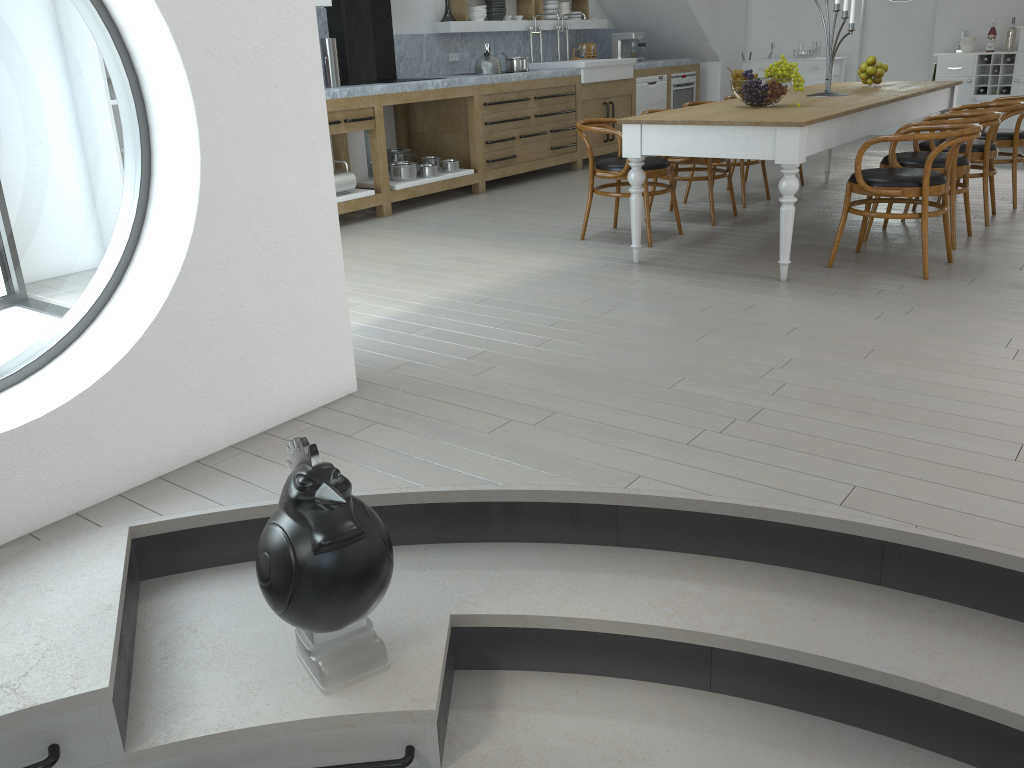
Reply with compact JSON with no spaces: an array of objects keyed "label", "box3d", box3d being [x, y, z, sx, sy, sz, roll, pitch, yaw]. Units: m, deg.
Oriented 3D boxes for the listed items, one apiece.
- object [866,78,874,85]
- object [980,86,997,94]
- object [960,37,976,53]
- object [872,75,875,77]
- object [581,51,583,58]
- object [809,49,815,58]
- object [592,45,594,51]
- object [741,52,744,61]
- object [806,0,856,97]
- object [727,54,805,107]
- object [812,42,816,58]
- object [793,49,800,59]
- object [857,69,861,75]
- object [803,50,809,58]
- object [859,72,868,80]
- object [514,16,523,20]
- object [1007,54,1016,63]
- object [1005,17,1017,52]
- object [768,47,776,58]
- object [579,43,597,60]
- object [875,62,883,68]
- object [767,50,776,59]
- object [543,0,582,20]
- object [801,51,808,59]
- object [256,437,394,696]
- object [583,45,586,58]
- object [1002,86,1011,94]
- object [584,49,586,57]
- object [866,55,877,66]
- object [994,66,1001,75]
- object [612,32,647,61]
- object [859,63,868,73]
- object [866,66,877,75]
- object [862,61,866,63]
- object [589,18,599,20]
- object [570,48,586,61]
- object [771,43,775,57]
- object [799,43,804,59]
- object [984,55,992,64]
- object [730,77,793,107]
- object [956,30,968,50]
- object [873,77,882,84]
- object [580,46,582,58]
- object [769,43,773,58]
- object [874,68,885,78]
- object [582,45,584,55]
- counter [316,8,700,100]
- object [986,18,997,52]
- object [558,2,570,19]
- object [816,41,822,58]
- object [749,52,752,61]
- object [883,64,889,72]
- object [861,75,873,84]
[{"label":"object","box3d":[2.597,-2.194,6.427,0.050,0.050,0.051,14,26,39]},{"label":"object","box3d":[5.016,-3.097,9.325,0.156,0.085,0.333,13,26,36]},{"label":"object","box3d":[4.794,-3.568,9.326,0.158,0.158,0.155,-11,22,-22]},{"label":"object","box3d":[2.664,-2.283,6.480,0.076,0.076,0.077,-1,20,5]},{"label":"object","box3d":[0.776,-3.637,9.822,0.019,0.177,0.044,-2,20,3]},{"label":"object","box3d":[3.429,-3.775,10.145,0.071,0.098,0.072,-13,23,-27]},{"label":"object","box3d":[0.909,-3.724,9.998,0.040,0.190,0.042,-3,20,-2]},{"label":"object","box3d":[2.773,-3.813,10.560,0.088,0.266,0.029,1,20,11]},{"label":"object","box3d":[2.050,-2.312,5.700,0.265,0.867,0.782,1,21,11]},{"label":"object","box3d":[1.448,-1.733,5.076,0.393,0.281,0.295,-2,20,2]},{"label":"object","box3d":[3.473,-3.834,10.181,0.054,0.177,0.054,3,20,14]},{"label":"object","box3d":[3.264,-3.785,10.181,0.082,0.104,0.082,-18,25,-36]},{"label":"object","box3d":[2.564,-2.286,6.493,0.062,0.059,0.062,15,26,39]},{"label":"object","box3d":[3.407,-3.804,10.230,0.094,0.092,0.094,7,22,24]},{"label":"object","box3d":[2.550,-2.232,6.425,0.060,0.055,0.060,10,24,30]},{"label":"object","box3d":[0.067,-3.706,8.985,0.099,0.048,0.099,11,25,33]},{"label":"object","box3d":[5.137,-3.341,9.113,0.088,0.084,0.362,12,25,35]},{"label":"object","box3d":[5.119,-3.581,9.081,0.085,0.328,0.086,-4,20,-3]},{"label":"object","box3d":[3.101,-3.962,10.574,0.097,0.135,0.029,14,26,39]},{"label":"object","box3d":[0.857,-3.728,9.993,0.104,0.221,0.201,12,25,35]},{"label":"object","box3d":[2.648,-2.293,6.398,0.053,0.057,0.058,-17,25,-35]},{"label":"object","box3d":[3.096,-3.941,10.576,0.101,0.136,0.067,12,25,35]},{"label":"object","box3d":[0.528,-3.998,9.500,0.198,0.194,0.661,12,25,35]},{"label":"object","box3d":[3.348,-3.772,10.166,0.077,0.084,0.077,7,22,24]},{"label":"object","box3d":[-0.436,0.391,2.059,0.320,0.557,0.323,1,20,10]},{"label":"object","box3d":[0.801,-3.655,9.831,0.040,0.190,0.042,-8,20,-14]},{"label":"object","box3d":[5.150,-3.059,9.220,0.081,0.080,0.361,11,25,33]},{"label":"object","box3d":[0.803,-3.649,9.848,0.044,0.177,0.020,5,21,21]},{"label":"object","box3d":[2.600,-2.337,6.409,0.072,0.073,0.073,12,25,35]},{"label":"object","box3d":[5.066,-3.266,9.222,0.085,0.085,0.333,12,25,35]},{"label":"object","box3d":[1.383,-3.851,10.135,0.388,0.317,0.326,13,25,35]},{"label":"object","box3d":[2.553,-2.292,6.429,0.066,0.070,0.073,0,20,7]},{"label":"object","box3d":[2.583,-2.253,6.372,0.071,0.063,0.073,9,23,29]},{"label":"object","box3d":[2.591,-2.336,6.496,0.062,0.059,0.062,13,25,36]},{"label":"object","box3d":[0.882,-4.102,9.979,0.213,0.025,0.215,7,23,24]},{"label":"object","box3d":[0.732,-3.632,9.829,0.100,0.170,0.174,13,25,37]},{"label":"object","box3d":[3.106,-3.965,10.545,0.024,0.163,0.039,-18,25,-36]},{"label":"object","box3d":[3.330,-3.834,10.212,0.048,0.168,0.048,6,22,24]},{"label":"object","box3d":[4.976,-3.386,9.239,0.093,0.093,0.361,13,26,36]},{"label":"object","box3d":[1.439,-1.683,5.123,0.360,0.158,0.363,4,22,17]},{"label":"object","box3d":[4.848,-3.699,9.536,0.116,0.207,0.066,13,25,38]},{"label":"object","box3d":[2.661,-2.213,6.450,0.064,0.063,0.064,-19,26,-38]},{"label":"object","box3d":[0.764,-3.651,9.835,0.019,0.194,0.022,7,22,25]},{"label":"object","box3d":[3.089,-3.978,10.574,0.039,0.173,0.055,12,24,35]},{"label":"object","box3d":[2.646,-2.239,6.382,0.071,0.071,0.071,-2,20,2]},{"label":"object","box3d":[0.786,-3.655,9.842,0.023,0.194,0.019,10,23,31]},{"label":"counter","box3d":[-0.069,-3.185,8.310,0.964,0.614,6.619,13,26,35]},{"label":"object","box3d":[4.979,-3.615,9.191,0.081,0.326,0.082,10,23,32]},{"label":"object","box3d":[0.547,-3.996,9.486,0.158,0.158,0.155,-11,22,-22]},{"label":"object","box3d":[3.499,-3.817,10.124,0.063,0.185,0.063,6,21,22]},{"label":"object","box3d":[2.816,-3.803,10.529,0.029,0.266,0.089,-12,22,-24]},{"label":"object","box3d":[2.698,-2.289,6.429,0.063,0.063,0.063,-3,20,0]},{"label":"object","box3d":[2.598,-2.231,6.486,0.080,0.073,0.079,-5,20,-7]}]
